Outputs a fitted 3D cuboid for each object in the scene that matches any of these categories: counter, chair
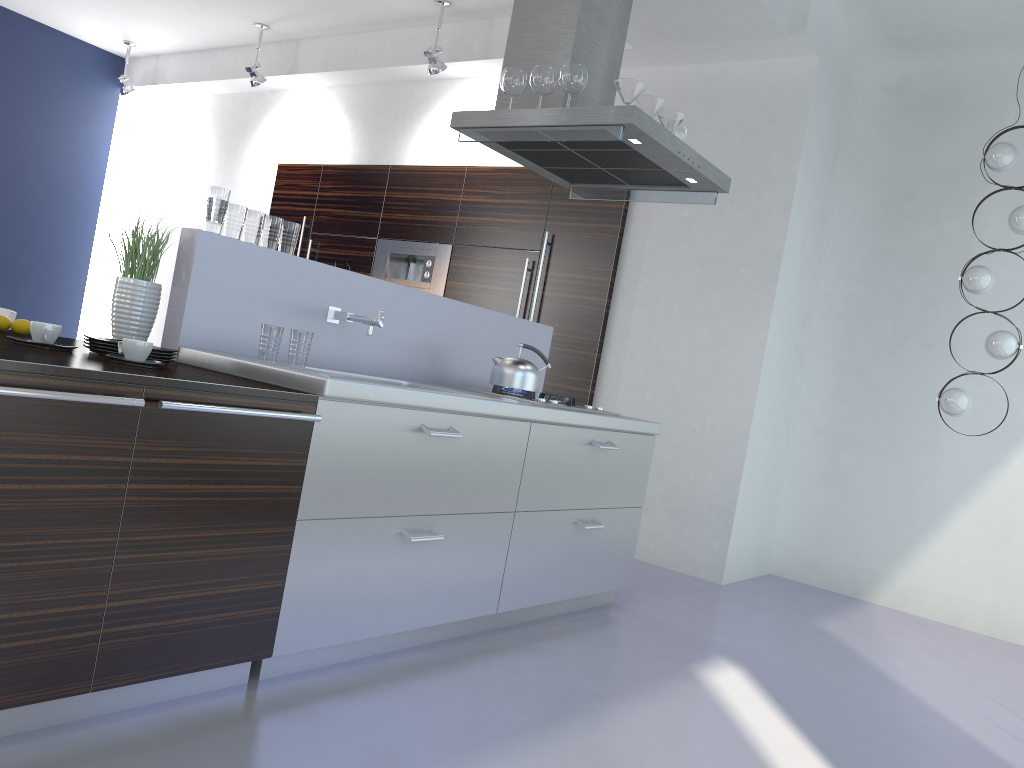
[{"bbox_3d":[-0.772,0.192,3.347,1.302,1.300,3.291,11,1,35],"label":"counter"},{"bbox_3d":[-4.318,-0.240,6.934,0.508,0.805,0.620,11,1,30],"label":"chair"}]

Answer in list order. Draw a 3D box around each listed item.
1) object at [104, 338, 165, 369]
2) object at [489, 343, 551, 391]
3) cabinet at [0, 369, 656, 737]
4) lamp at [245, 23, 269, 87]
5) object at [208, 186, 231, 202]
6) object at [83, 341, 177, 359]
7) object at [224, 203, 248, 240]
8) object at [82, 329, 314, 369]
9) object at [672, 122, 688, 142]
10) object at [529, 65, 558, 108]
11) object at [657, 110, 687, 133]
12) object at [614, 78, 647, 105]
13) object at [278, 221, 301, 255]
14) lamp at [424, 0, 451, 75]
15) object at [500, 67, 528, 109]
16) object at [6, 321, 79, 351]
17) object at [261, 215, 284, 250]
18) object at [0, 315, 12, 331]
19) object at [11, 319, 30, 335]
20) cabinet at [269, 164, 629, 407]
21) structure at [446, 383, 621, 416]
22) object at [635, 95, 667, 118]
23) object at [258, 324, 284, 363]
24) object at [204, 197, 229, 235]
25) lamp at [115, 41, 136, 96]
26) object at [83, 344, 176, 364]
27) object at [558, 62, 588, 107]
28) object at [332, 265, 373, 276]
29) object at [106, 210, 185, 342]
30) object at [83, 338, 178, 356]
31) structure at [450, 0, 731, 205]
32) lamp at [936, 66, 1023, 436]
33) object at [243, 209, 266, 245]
[{"bbox_3d":[-1.019,-0.084,2.407,0.153,0.069,0.153,10,1,-21],"label":"object"},{"bbox_3d":[0.027,-0.083,3.916,0.220,0.196,0.229,11,1,28],"label":"object"},{"bbox_3d":[-0.820,0.411,3.357,1.377,0.852,3.285,11,1,35],"label":"cabinet"},{"bbox_3d":[-2.117,-2.732,7.423,0.150,0.511,0.185,11,1,35],"label":"lamp"},{"bbox_3d":[-1.008,-0.609,3.030,0.072,0.119,0.071,10,1,-15],"label":"object"},{"bbox_3d":[-1.146,-0.095,2.660,0.232,0.020,0.232,11,1,44],"label":"object"},{"bbox_3d":[-0.969,-0.563,3.096,0.072,0.119,0.071,10,1,-15],"label":"object"},{"bbox_3d":[-0.970,-0.149,2.753,0.646,0.147,0.269,10,1,-30],"label":"object"},{"bbox_3d":[0.758,-1.124,4.203,0.125,0.221,0.125,10,1,-30],"label":"object"},{"bbox_3d":[0.125,-1.235,3.785,0.125,0.221,0.125,10,1,-30],"label":"object"},{"bbox_3d":[0.694,-1.109,3.942,0.137,0.174,0.137,10,1,0],"label":"object"},{"bbox_3d":[0.472,-1.147,3.653,0.137,0.174,0.137,10,1,0],"label":"object"},{"bbox_3d":[-0.830,-0.540,3.294,0.071,0.119,0.072,10,1,-5],"label":"object"},{"bbox_3d":[-0.707,-2.463,6.188,0.605,0.511,0.171,10,1,-23],"label":"lamp"},{"bbox_3d":[-0.002,-1.259,3.875,0.125,0.221,0.125,10,1,-30],"label":"object"},{"bbox_3d":[-1.286,-0.133,2.438,0.153,0.069,0.153,10,1,9],"label":"object"},{"bbox_3d":[-0.877,-0.547,3.228,0.072,0.119,0.071,10,1,-15],"label":"object"},{"bbox_3d":[-1.641,-0.195,2.847,0.053,0.051,0.063,11,1,39],"label":"object"},{"bbox_3d":[-1.578,-0.184,2.853,0.063,0.051,0.053,10,1,4],"label":"object"},{"bbox_3d":[-0.716,-0.446,7.150,3.600,2.500,0.669,11,1,35],"label":"cabinet"},{"bbox_3d":[0.116,0.054,4.076,0.519,0.055,0.709,11,1,35],"label":"structure"},{"bbox_3d":[0.581,-1.129,3.807,0.137,0.174,0.137,10,1,0],"label":"object"},{"bbox_3d":[-0.775,-0.129,2.839,0.071,0.119,0.072,11,1,35],"label":"object"},{"bbox_3d":[-1.015,-0.571,3.031,0.072,0.119,0.071,10,1,-15],"label":"object"},{"bbox_3d":[-3.718,-3.036,8.582,0.150,0.511,0.185,11,1,35],"label":"lamp"},{"bbox_3d":[-1.148,-0.085,2.660,0.232,0.020,0.232,11,1,44],"label":"object"},{"bbox_3d":[0.242,-1.213,3.700,0.125,0.221,0.125,10,1,-30],"label":"object"},{"bbox_3d":[-0.799,-0.280,3.750,0.247,0.502,0.269,11,1,36],"label":"object"},{"bbox_3d":[-1.287,-0.362,3.011,0.247,0.502,0.269,10,1,-12],"label":"object"},{"bbox_3d":[-1.144,-0.105,2.660,0.232,0.020,0.232,11,1,39],"label":"object"},{"bbox_3d":[0.473,-1.555,4.015,0.915,1.231,0.981,11,1,35],"label":"structure"},{"bbox_3d":[2.680,-0.886,4.799,0.367,2.370,0.180,11,1,29],"label":"lamp"},{"bbox_3d":[-0.923,-0.555,3.162,0.072,0.119,0.071,10,1,-15],"label":"object"}]
